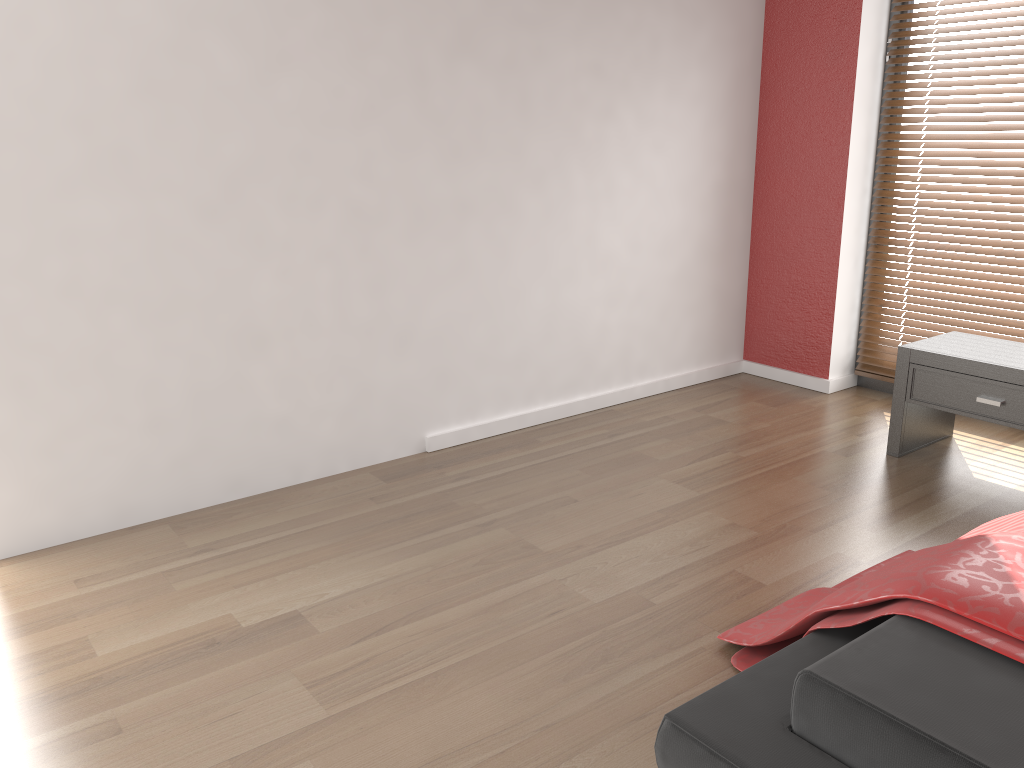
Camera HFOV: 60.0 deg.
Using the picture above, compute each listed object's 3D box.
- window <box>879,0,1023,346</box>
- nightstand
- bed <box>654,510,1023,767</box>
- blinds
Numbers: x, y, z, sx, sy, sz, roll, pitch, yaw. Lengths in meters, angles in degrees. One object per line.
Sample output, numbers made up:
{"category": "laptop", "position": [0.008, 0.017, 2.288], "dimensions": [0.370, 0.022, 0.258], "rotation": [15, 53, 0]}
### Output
{"category": "window", "position": [1.971, -0.958, 3.623], "dimensions": [0.020, 1.893, 0.889], "rotation": [-12, 20, -35]}
{"category": "nightstand", "position": [1.786, 0.105, 3.159], "dimensions": [0.413, 0.423, 0.700], "rotation": [-12, 20, -35]}
{"category": "bed", "position": [1.795, 0.492, 1.526], "dimensions": [2.413, 0.577, 2.469], "rotation": [-12, 20, -35]}
{"category": "blinds", "position": [3.089, -0.496, 2.092], "dimensions": [0.032, 1.952, 4.840], "rotation": [-12, 20, -35]}
